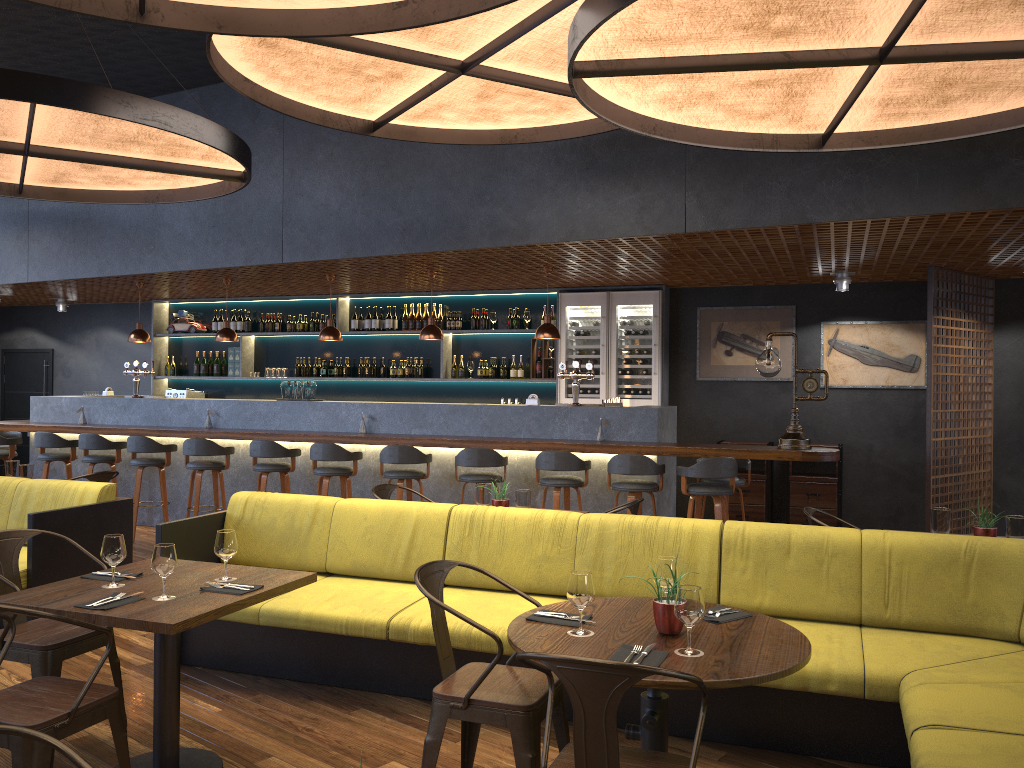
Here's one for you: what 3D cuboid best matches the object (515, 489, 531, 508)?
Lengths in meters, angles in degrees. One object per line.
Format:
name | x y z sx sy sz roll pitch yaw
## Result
object | 0.068 0.747 5.511 0.102 0.178 0.102 1 0 6

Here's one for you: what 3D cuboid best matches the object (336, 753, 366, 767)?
object | -0.233 0.697 1.338 0.260 0.271 0.238 1 0 -35

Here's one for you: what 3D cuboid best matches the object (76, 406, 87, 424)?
object | -4.838 0.348 9.970 0.114 0.203 0.069 1 0 -22

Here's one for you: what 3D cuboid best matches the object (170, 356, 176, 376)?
object | -4.652 -0.245 12.176 0.079 0.281 0.079 1 0 24

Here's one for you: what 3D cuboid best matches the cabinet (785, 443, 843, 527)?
cabinet | 3.132 1.130 9.204 0.553 1.007 0.473 1 0 20

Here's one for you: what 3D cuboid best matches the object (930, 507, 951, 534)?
object | 2.347 0.771 4.856 0.102 0.178 0.102 1 0 6

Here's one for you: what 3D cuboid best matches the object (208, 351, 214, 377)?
object | -4.076 -0.270 12.000 0.094 0.340 0.094 1 0 42

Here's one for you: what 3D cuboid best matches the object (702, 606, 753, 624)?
object | 0.737 0.837 3.223 0.255 0.019 0.157 1 0 -38

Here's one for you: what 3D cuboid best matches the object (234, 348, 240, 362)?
object | -3.610 -0.383 11.741 0.098 0.192 0.080 1 0 20

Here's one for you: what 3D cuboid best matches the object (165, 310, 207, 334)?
object | -4.443 -0.841 12.087 0.579 0.319 0.229 1 0 20

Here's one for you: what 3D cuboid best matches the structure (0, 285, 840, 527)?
structure | -1.378 0.237 9.681 9.298 2.700 2.700 1 0 20

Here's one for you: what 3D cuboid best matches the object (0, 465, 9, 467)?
object | -3.973 0.660 6.681 0.260 0.271 0.238 1 0 25

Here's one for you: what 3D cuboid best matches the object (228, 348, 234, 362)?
object | -3.704 -0.384 11.777 0.098 0.192 0.080 1 0 20

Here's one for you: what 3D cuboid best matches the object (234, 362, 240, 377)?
object | -3.612 -0.191 11.741 0.098 0.192 0.080 1 0 20

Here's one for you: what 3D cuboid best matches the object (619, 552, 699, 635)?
object | 0.531 0.705 3.013 0.260 0.271 0.238 1 0 42

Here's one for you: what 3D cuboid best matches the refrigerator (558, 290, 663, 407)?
refrigerator | 1.124 0.031 9.983 1.159 2.109 0.454 1 0 20

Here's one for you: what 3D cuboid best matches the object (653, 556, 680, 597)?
object | 0.567 0.741 3.257 0.097 0.206 0.097 1 0 -28

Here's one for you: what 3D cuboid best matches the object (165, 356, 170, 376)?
object | -4.738 -0.246 12.204 0.079 0.281 0.079 1 0 39

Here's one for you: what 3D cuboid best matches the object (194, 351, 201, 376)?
object | -4.234 -0.272 11.933 0.094 0.340 0.094 1 0 42

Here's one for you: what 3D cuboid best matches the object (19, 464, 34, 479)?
object | -3.736 0.709 6.822 0.102 0.178 0.102 1 0 6

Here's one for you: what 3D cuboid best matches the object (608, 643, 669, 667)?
object | 0.391 0.833 2.730 0.157 0.019 0.255 1 0 23

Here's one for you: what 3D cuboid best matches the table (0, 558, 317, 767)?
table | -1.431 1.204 3.624 0.887 0.763 0.906 1 0 20

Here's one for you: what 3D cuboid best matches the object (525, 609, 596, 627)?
object | 0.189 0.831 3.161 0.255 0.019 0.157 1 0 27

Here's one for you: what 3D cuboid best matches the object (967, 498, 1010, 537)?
object | 2.480 0.726 4.660 0.238 0.271 0.260 1 0 22

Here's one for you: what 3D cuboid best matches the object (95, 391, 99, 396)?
object | -5.128 0.117 10.958 0.042 0.059 0.042 1 0 18

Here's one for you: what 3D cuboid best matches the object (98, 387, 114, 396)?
object | -5.010 0.095 11.411 0.200 0.106 0.766 1 0 20

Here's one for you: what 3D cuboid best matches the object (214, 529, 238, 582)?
object | -1.208 0.723 3.745 0.097 0.206 0.097 1 0 12

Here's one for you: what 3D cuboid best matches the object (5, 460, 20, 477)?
object | -4.020 0.706 7.137 0.102 0.178 0.102 1 0 -34

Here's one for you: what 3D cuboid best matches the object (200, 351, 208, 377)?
object | -4.137 -0.271 11.912 0.094 0.340 0.094 1 0 34

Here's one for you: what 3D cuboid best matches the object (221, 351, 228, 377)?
object | -3.878 -0.268 11.939 0.094 0.340 0.094 1 0 42

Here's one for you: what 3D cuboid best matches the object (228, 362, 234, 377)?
object | -3.707 -0.192 11.776 0.098 0.192 0.080 1 0 20

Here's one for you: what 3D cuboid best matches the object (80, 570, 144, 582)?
object | -1.682 0.812 3.769 0.255 0.019 0.157 1 0 20

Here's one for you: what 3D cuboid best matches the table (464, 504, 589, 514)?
table | -0.070 1.218 5.604 0.906 0.763 0.887 1 0 20

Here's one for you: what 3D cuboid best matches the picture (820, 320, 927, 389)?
picture | 3.757 -0.305 9.216 1.039 0.697 0.028 1 0 20

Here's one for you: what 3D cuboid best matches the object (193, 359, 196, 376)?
object | -4.279 -0.272 12.053 0.094 0.340 0.094 1 0 -34

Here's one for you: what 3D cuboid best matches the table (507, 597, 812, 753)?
table | 0.484 1.223 3.017 1.007 0.760 1.007 1 0 -32

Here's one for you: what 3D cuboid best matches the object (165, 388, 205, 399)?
object | -4.452 0.336 11.908 0.355 0.569 0.550 1 0 20

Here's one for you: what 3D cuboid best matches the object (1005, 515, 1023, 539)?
object | 2.603 0.773 4.581 0.102 0.178 0.102 1 0 6

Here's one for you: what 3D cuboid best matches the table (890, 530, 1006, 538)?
table | 2.465 1.244 4.675 0.906 0.763 0.887 1 0 20

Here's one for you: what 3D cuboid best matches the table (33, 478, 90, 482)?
table | -3.877 1.179 6.968 0.887 0.763 0.906 1 0 20

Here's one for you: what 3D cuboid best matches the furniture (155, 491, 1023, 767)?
furniture | 1.182 1.155 2.360 7.462 0.914 4.895 1 0 15

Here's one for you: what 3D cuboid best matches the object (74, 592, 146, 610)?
object | -1.502 0.814 3.351 0.157 0.019 0.255 1 0 20

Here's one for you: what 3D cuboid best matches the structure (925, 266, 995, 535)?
structure | 4.269 0.295 8.424 1.319 2.700 0.050 1 0 -40

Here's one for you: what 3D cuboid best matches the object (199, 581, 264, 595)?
object | -1.148 0.817 3.581 0.255 0.019 0.157 1 0 20

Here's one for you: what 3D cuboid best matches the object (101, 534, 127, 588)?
object | -1.620 0.719 3.606 0.097 0.206 0.097 1 0 12

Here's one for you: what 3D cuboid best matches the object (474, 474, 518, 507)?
object | -0.073 0.700 5.608 0.260 0.271 0.238 1 0 42

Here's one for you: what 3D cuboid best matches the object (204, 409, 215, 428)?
object | -3.203 0.364 9.384 0.114 0.203 0.069 1 0 -19

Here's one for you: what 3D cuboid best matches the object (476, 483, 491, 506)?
object | -0.188 0.745 5.801 0.102 0.178 0.102 1 0 -34

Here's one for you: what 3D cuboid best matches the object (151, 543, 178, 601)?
object | -1.338 0.721 3.412 0.097 0.206 0.097 1 0 21

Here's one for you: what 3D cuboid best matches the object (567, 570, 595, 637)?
object | 0.233 0.738 2.992 0.097 0.206 0.097 1 0 45

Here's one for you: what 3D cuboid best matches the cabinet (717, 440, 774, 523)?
cabinet | 2.479 1.124 9.443 0.553 1.007 0.473 1 0 20

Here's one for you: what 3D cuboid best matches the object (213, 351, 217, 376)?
object | -3.984 -0.269 11.968 0.094 0.340 0.094 1 0 30

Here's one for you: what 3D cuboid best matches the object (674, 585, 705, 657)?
object | 0.557 0.741 2.785 0.097 0.206 0.097 1 0 -31

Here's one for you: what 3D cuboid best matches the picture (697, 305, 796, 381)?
picture | 2.541 -0.441 9.663 1.039 0.809 0.028 1 0 20

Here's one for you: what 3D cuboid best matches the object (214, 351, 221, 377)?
object | -3.935 -0.269 11.850 0.094 0.340 0.094 1 0 -30
